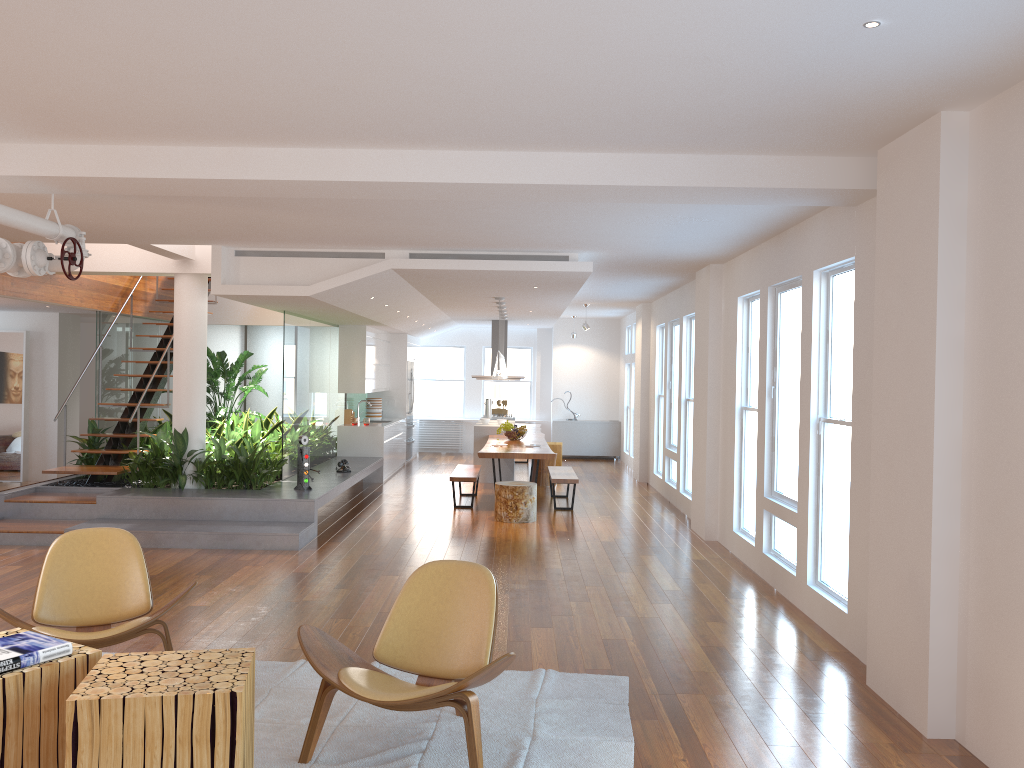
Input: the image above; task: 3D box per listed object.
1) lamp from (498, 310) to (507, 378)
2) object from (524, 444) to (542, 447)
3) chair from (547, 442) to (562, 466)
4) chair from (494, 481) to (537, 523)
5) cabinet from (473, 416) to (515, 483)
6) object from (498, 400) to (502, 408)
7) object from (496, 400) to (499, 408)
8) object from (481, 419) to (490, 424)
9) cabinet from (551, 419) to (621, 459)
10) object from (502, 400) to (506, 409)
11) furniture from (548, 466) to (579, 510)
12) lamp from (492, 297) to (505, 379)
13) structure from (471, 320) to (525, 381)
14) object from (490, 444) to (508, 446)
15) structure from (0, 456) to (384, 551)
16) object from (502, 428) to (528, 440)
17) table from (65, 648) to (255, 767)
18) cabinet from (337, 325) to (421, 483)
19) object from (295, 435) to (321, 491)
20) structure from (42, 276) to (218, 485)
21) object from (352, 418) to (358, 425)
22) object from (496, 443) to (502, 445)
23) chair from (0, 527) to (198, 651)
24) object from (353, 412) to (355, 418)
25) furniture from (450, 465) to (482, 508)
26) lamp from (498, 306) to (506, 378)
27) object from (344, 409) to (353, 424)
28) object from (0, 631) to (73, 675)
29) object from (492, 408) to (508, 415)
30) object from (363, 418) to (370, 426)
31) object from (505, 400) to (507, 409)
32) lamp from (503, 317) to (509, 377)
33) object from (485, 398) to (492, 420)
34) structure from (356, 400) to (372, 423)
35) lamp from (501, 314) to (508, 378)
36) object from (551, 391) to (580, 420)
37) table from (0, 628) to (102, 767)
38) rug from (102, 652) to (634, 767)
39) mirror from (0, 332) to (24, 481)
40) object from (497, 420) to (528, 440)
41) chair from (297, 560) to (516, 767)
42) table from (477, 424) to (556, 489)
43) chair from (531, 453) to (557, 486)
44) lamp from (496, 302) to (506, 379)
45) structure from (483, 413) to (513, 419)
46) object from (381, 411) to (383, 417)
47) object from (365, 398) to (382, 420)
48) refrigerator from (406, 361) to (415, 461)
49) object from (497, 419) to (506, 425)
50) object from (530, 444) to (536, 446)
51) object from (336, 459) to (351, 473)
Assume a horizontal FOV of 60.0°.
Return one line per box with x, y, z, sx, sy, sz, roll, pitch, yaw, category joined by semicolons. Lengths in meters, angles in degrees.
-0.142;-0.612;12.929;0.160;1.060;0.160;1;1;27;lamp
0.257;0.770;11.033;0.222;0.020;0.222;1;1;-8;object
0.681;1.229;15.161;0.344;0.430;0.549;1;1;4;chair
0.041;1.291;9.735;0.460;0.400;0.460;1;1;10;chair
-0.256;1.020;14.474;0.597;0.832;2.936;1;1;0;cabinet
-0.214;0.432;15.823;0.057;0.299;0.019;1;1;0;object
-0.249;0.431;15.843;0.061;0.299;0.040;1;1;-2;object
-0.405;0.572;13.515;0.152;0.082;0.152;1;1;40;object
1.423;1.067;17.115;1.309;0.725;0.420;1;1;0;cabinet
-0.151;0.434;15.826;0.068;0.298;0.039;1;1;0;object
0.623;1.296;11.070;0.316;0.389;1.433;1;1;0;furniture
-0.156;-0.589;10.760;0.160;1.060;0.160;1;1;27;lamp
-0.215;-0.771;15.347;0.909;1.405;0.900;1;1;0;structure
-0.164;0.762;11.084;0.222;0.020;0.222;2;1;41;object
-3.413;1.245;10.672;3.088;0.386;5.584;1;1;0;structure
0.041;0.692;12.056;0.360;0.159;0.360;1;1;-36;object
-1.223;1.290;3.157;0.548;0.534;0.489;1;1;-11;table
-2.161;0.272;15.070;0.676;2.280;4.565;1;1;0;cabinet
-2.097;0.814;9.118;0.318;0.565;0.134;1;1;37;object
-3.584;-0.851;11.313;2.552;4.265;4.591;1;1;0;structure
-2.314;0.551;13.054;0.094;0.106;0.094;1;1;6;object
-0.164;0.756;11.084;0.070;0.030;0.079;1;1;-36;object
-1.997;1.155;4.363;0.856;0.752;0.867;1;1;6;chair
-2.438;0.515;13.574;0.100;0.170;0.173;1;1;2;object
-0.569;1.276;11.078;0.316;0.389;1.433;1;1;0;furniture
-0.147;-0.604;12.206;0.160;1.060;0.160;1;1;27;lamp
-2.453;0.492;13.325;0.104;0.222;0.200;1;1;0;object
-1.846;0.988;3.241;0.279;0.048;0.334;1;1;31;object
-0.250;0.511;15.834;0.353;0.157;0.084;1;1;0;object
-2.133;0.555;13.006;0.094;0.106;0.094;1;1;6;object
-0.113;0.435;15.843;0.057;0.294;0.030;1;1;0;object
-0.132;-0.627;14.375;0.160;1.060;0.160;1;1;27;lamp
-0.384;0.420;14.930;0.172;0.356;0.120;0;1;-41;object
-2.344;0.516;14.070;0.248;0.536;0.115;1;1;0;structure
-0.137;-0.620;13.652;0.160;1.060;0.160;1;1;27;lamp
1.050;0.417;17.067;0.590;0.563;0.210;1;1;-28;object
-1.926;1.276;3.309;0.548;0.534;0.489;1;1;30;table
-1.279;1.514;3.135;3.525;0.057;3.478;1;1;5;rug
-7.386;0.302;12.226;1.267;2.044;0.049;1;1;0;mirror
0.017;0.629;12.070;0.394;0.284;0.292;1;1;-36;object
-0.351;1.191;3.635;0.867;0.752;0.856;0;1;-39;chair
0.067;1.105;13.077;0.893;0.704;5.996;1;1;0;table
0.460;1.243;12.947;0.396;0.455;0.402;1;1;-10;chair
-0.152;-0.596;11.483;0.160;1.060;0.160;1;1;27;lamp
-0.241;0.560;15.389;0.520;0.073;0.650;1;1;0;structure
-2.314;0.493;15.010;0.265;0.196;0.284;2;1;43;object
-2.281;0.415;14.623;0.267;0.356;0.266;1;1;26;object
-2.105;0.480;15.815;0.725;1.772;0.908;1;1;0;refrigerator
-0.157;0.577;13.390;0.152;0.082;0.152;0;1;-39;object
0.257;0.764;11.033;0.079;0.030;0.070;2;1;44;object
-2.072;0.997;10.836;0.216;0.155;0.181;1;1;-35;object
